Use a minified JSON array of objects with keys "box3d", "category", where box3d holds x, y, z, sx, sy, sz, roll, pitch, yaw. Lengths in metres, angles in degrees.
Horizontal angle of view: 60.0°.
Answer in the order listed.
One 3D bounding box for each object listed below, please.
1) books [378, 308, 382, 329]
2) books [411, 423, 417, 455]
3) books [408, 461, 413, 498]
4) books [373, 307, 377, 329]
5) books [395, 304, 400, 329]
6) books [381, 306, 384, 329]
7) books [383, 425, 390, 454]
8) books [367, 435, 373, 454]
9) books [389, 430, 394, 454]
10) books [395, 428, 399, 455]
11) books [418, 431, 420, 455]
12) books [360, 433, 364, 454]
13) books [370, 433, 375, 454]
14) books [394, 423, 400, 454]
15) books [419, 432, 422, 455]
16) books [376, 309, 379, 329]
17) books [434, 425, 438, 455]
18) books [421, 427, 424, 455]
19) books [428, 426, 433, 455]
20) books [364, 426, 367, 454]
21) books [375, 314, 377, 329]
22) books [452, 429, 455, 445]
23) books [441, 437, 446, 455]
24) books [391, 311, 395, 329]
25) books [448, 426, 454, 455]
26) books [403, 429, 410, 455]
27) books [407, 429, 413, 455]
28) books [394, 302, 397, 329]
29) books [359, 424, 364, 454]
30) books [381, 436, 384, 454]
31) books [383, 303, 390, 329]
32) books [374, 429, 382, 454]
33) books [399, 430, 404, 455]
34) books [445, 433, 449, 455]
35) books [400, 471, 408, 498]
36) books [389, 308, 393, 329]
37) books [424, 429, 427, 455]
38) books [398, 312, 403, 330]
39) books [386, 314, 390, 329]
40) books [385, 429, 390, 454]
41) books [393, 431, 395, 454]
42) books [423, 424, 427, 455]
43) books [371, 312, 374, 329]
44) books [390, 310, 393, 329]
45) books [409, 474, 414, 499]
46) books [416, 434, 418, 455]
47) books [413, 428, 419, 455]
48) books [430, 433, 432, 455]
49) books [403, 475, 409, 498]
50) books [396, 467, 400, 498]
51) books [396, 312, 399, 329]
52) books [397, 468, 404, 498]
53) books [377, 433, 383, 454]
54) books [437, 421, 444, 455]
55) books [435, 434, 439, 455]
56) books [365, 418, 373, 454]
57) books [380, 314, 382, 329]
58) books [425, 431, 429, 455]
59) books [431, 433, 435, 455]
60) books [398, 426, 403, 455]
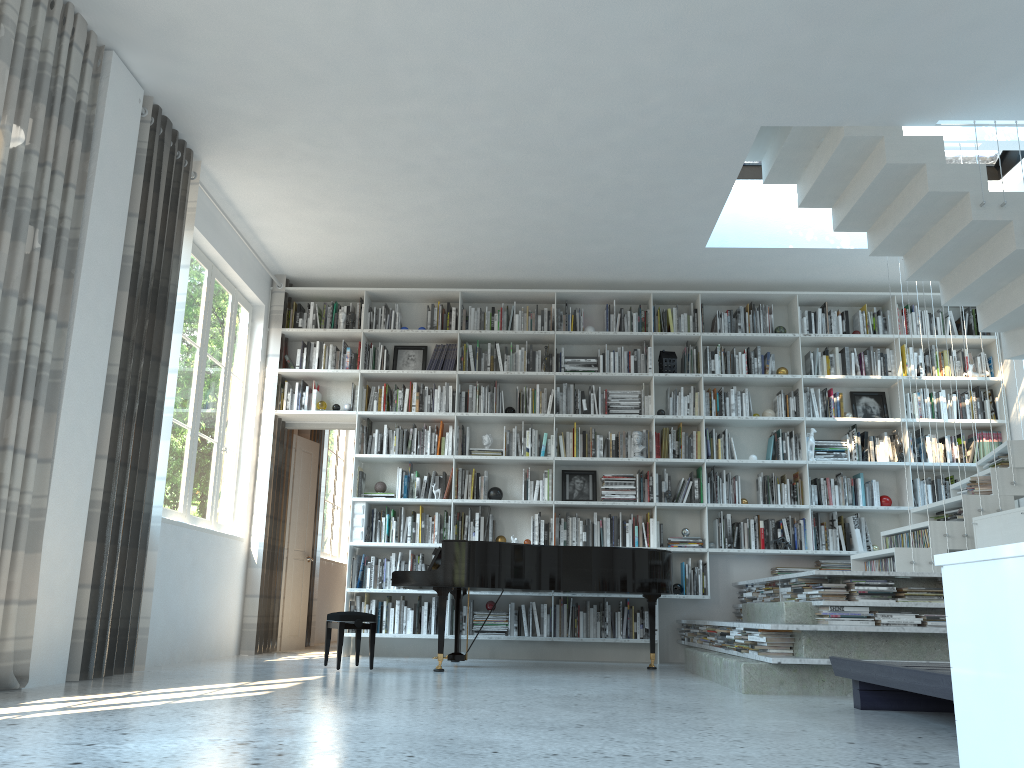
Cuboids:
[{"box3d":[-1.176,-0.541,7.958,0.016,0.242,0.156,1,-14,2],"category":"books"},{"box3d":[-0.849,0.501,7.687,0.013,0.299,0.152,1,-14,2],"category":"books"},{"box3d":[-0.874,0.843,7.617,0.011,0.335,0.154,1,-14,2],"category":"books"},{"box3d":[-1.221,-0.546,7.958,0.012,0.248,0.180,1,-14,2],"category":"books"},{"box3d":[-1.029,-0.559,7.978,0.015,0.292,0.131,1,-14,2],"category":"books"},{"box3d":[-1.147,-0.551,7.956,0.016,0.260,0.154,1,-14,2],"category":"books"},{"box3d":[-1.089,0.509,7.697,0.023,0.280,0.174,1,-14,2],"category":"books"},{"box3d":[-1.218,0.552,7.676,0.037,0.181,0.189,1,-14,2],"category":"books"},{"box3d":[-1.042,0.532,7.706,0.049,0.242,0.139,1,-14,2],"category":"books"},{"box3d":[-0.982,0.523,7.676,0.021,0.247,0.189,1,-14,2],"category":"books"},{"box3d":[-0.795,0.535,7.674,0.013,0.228,0.177,1,-14,2],"category":"books"},{"box3d":[-1.285,0.541,7.694,0.026,0.208,0.155,1,-14,2],"category":"books"},{"box3d":[-1.194,0.544,7.696,0.042,0.208,0.144,1,-14,2],"category":"books"},{"box3d":[-0.998,0.502,7.690,0.011,0.292,0.184,1,-14,2],"category":"books"},{"box3d":[-0.782,0.539,7.684,0.013,0.227,0.152,1,-14,2],"category":"books"},{"box3d":[-1.191,-0.534,7.952,0.013,0.224,0.177,1,-14,2],"category":"books"},{"box3d":[-0.659,0.512,7.697,0.015,0.292,0.144,1,-14,2],"category":"books"},{"box3d":[-0.769,0.517,7.685,0.012,0.271,0.146,1,-14,2],"category":"books"},{"box3d":[-0.707,0.514,7.675,0.015,0.274,0.157,1,-14,2],"category":"books"},{"box3d":[-1.261,0.510,7.684,0.027,0.265,0.176,1,-14,2],"category":"books"},{"box3d":[-1.206,-0.515,7.965,0.017,0.193,0.129,1,-14,2],"category":"books"},{"box3d":[-0.497,0.529,7.683,0.036,0.257,0.123,1,-14,2],"category":"books"},{"box3d":[-0.589,0.563,7.672,0.030,0.183,0.152,1,-14,2],"category":"books"},{"box3d":[-1.056,-0.529,7.939,0.021,0.213,0.174,1,-14,2],"category":"books"},{"box3d":[-0.529,0.515,7.687,0.027,0.285,0.148,1,-14,2],"category":"books"},{"box3d":[-0.915,0.528,7.683,0.023,0.242,0.185,1,-14,2],"category":"books"},{"box3d":[-0.879,0.527,7.700,0.048,0.255,0.142,1,-14,2],"category":"books"},{"box3d":[-1.040,-0.566,7.968,0.007,0.300,0.146,1,-14,2],"category":"books"},{"box3d":[-1.303,0.506,7.713,0.012,0.284,0.160,1,-14,2],"category":"books"},{"box3d":[-1.112,0.559,7.708,0.021,0.187,0.129,1,-14,2],"category":"books"},{"box3d":[-1.125,-0.564,7.941,0.015,0.279,0.191,1,-14,2],"category":"books"},{"box3d":[-1.162,0.527,7.683,0.022,0.235,0.177,1,-14,2],"category":"books"},{"box3d":[-0.949,0.528,7.675,0.024,0.236,0.167,1,-14,2],"category":"books"},{"box3d":[-0.559,0.544,7.676,0.031,0.223,0.145,1,-14,2],"category":"books"},{"box3d":[-0.925,0.880,7.605,0.031,0.254,0.143,1,-14,2],"category":"books"},{"box3d":[-1.085,-0.544,7.960,0.013,0.252,0.129,1,-14,2],"category":"books"},{"box3d":[-0.747,0.530,7.692,0.011,0.251,0.139,1,-14,2],"category":"books"},{"box3d":[-1.003,-0.520,7.960,0.013,0.209,0.137,1,-14,2],"category":"books"},{"box3d":[-1.105,-0.512,7.947,0.026,0.182,0.162,1,-14,2],"category":"books"},{"box3d":[-1.073,0.524,7.684,0.011,0.245,0.176,1,-14,2],"category":"books"},{"box3d":[-1.011,0.534,7.685,0.014,0.229,0.148,1,-14,2],"category":"books"},{"box3d":[-0.757,0.505,7.703,0.011,0.303,0.130,1,-14,2],"category":"books"},{"box3d":[-1.243,-0.525,7.962,0.032,0.209,0.158,1,-14,2],"category":"books"},{"box3d":[-1.073,-0.530,7.947,0.013,0.219,0.181,1,-14,2],"category":"books"},{"box3d":[-0.854,0.895,7.609,0.030,0.231,0.148,1,-14,2],"category":"books"},{"box3d":[-0.812,0.551,7.685,0.021,0.204,0.130,1,-14,2],"category":"books"},{"box3d":[-0.833,0.525,7.692,0.021,0.256,0.156,1,-14,2],"category":"books"},{"box3d":[-0.694,0.545,7.681,0.012,0.217,0.160,1,-14,2],"category":"books"},{"box3d":[-0.896,0.896,7.569,0.029,0.207,0.190,1,-14,2],"category":"books"},{"box3d":[-0.971,0.863,7.603,0.012,0.284,0.160,1,-14,2],"category":"books"},{"box3d":[-1.017,-0.519,7.950,0.014,0.201,0.171,1,-14,2],"category":"books"},{"box3d":[-0.953,0.869,7.600,0.024,0.272,0.150,1,-14,2],"category":"books"},{"box3d":[-1.137,0.540,7.668,0.028,0.203,0.188,1,-14,2],"category":"books"},{"box3d":[-0.621,0.493,7.686,0.035,0.325,0.170,1,-14,2],"category":"books"},{"box3d":[-0.646,0.551,7.672,0.013,0.203,0.162,1,-14,2],"category":"books"},{"box3d":[-1.241,0.476,7.689,0.012,0.333,0.185,1,-14,2],"category":"books"},{"box3d":[-1.162,-0.514,7.961,0.014,0.192,0.146,1,-14,2],"category":"books"},{"box3d":[-0.728,0.537,7.699,0.028,0.242,0.132,1,-14,2],"category":"books"},{"box3d":[-0.677,0.545,7.685,0.021,0.220,0.149,1,-14,2],"category":"books"},{"box3d":[-0.965,0.516,7.696,0.011,0.270,0.158,1,-14,2],"category":"books"}]
